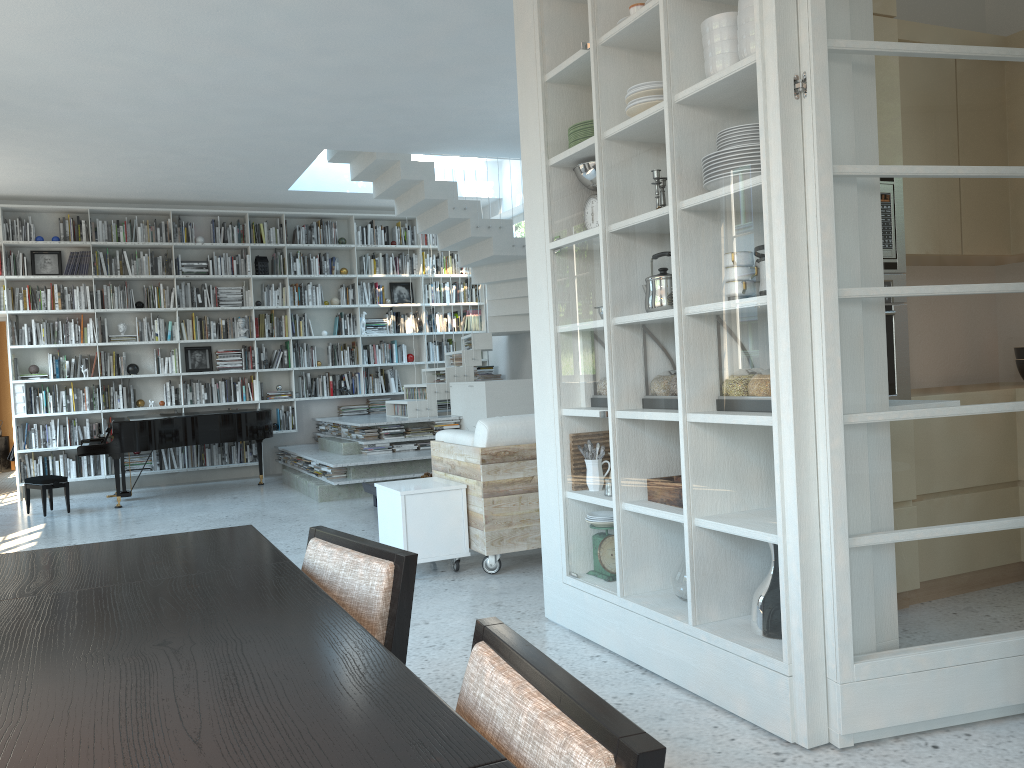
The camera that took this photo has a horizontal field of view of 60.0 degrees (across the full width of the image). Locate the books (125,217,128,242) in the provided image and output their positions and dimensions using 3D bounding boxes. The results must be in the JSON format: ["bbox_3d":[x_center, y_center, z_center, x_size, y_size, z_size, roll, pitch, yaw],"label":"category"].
[{"bbox_3d":[-4.334,-1.715,9.980,0.010,0.299,0.151,-4,2,-25],"label":"books"}]

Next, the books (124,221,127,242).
[{"bbox_3d":[-4.343,-1.691,9.974,0.013,0.251,0.183,-4,1,-25],"label":"books"}]

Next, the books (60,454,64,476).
[{"bbox_3d":[-4.926,0.900,9.712,0.031,0.266,0.186,-4,2,-25],"label":"books"}]

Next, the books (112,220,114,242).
[{"bbox_3d":[-4.464,-1.690,9.922,0.010,0.264,0.160,-4,2,-25],"label":"books"}]

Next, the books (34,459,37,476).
[{"bbox_3d":[-5.160,0.934,9.612,0.022,0.226,0.154,-4,2,-25],"label":"books"}]

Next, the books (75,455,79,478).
[{"bbox_3d":[-4.789,0.903,9.767,0.023,0.244,0.188,-4,1,-25],"label":"books"}]

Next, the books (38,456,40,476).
[{"bbox_3d":[-5.120,0.914,9.617,0.013,0.262,0.174,-4,2,-25],"label":"books"}]

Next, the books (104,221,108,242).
[{"bbox_3d":[-4.530,-1.680,9.893,0.023,0.251,0.170,-4,2,-25],"label":"books"}]

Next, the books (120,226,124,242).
[{"bbox_3d":[-4.388,-1.663,9.965,0.030,0.201,0.152,-4,1,-25],"label":"books"}]

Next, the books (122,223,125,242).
[{"bbox_3d":[-4.368,-1.681,9.970,0.013,0.234,0.154,-4,2,-25],"label":"books"}]

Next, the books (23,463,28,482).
[{"bbox_3d":[-5.242,0.957,9.560,0.029,0.190,0.176,-4,1,-25],"label":"books"}]

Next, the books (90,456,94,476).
[{"bbox_3d":[-4.659,0.869,9.834,0.021,0.296,0.188,-4,2,-25],"label":"books"}]

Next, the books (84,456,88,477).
[{"bbox_3d":[-4.719,0.893,9.814,0.027,0.256,0.179,-4,2,-25],"label":"books"}]

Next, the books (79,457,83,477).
[{"bbox_3d":[-4.767,0.916,9.808,0.024,0.214,0.137,-4,2,-25],"label":"books"}]

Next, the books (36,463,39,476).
[{"bbox_3d":[-5.142,0.953,9.628,0.022,0.186,0.145,-4,1,-25],"label":"books"}]

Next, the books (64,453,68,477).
[{"bbox_3d":[-4.888,0.898,9.730,0.025,0.266,0.159,-4,2,-25],"label":"books"}]

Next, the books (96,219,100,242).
[{"bbox_3d":[-4.609,-1.689,9.880,0.021,0.279,0.140,-4,2,-25],"label":"books"}]

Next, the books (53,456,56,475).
[{"bbox_3d":[-4.998,0.914,9.702,0.022,0.246,0.135,-4,2,-25],"label":"books"}]

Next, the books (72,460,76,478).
[{"bbox_3d":[-4.812,0.933,9.756,0.031,0.188,0.190,-4,1,-25],"label":"books"}]

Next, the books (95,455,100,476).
[{"bbox_3d":[-4.616,0.886,9.876,0.065,0.256,0.155,-4,2,-25],"label":"books"}]

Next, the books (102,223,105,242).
[{"bbox_3d":[-4.549,-1.663,9.881,0.023,0.220,0.181,-4,1,-25],"label":"books"}]

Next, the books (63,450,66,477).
[{"bbox_3d":[-4.914,0.880,9.738,0.014,0.304,0.139,-4,2,-25],"label":"books"}]

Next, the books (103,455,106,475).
[{"bbox_3d":[-4.537,0.894,9.868,0.017,0.233,0.212,-4,1,-25],"label":"books"}]

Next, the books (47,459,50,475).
[{"bbox_3d":[-5.049,0.930,9.666,0.022,0.221,0.163,-4,1,-25],"label":"books"}]

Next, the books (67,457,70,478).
[{"bbox_3d":[-4.865,0.921,9.740,0.021,0.218,0.190,-4,1,-25],"label":"books"}]

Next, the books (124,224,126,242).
[{"bbox_3d":[-4.353,-1.672,9.969,0.011,0.216,0.160,-4,1,-25],"label":"books"}]

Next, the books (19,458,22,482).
[{"bbox_3d":[-5.294,0.928,9.565,0.012,0.254,0.161,-4,2,-25],"label":"books"}]

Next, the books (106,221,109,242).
[{"bbox_3d":[-4.512,-1.680,9.897,0.012,0.250,0.174,-4,2,-25],"label":"books"}]

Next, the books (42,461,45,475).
[{"bbox_3d":[-5.091,0.940,9.654,0.022,0.205,0.158,-4,1,-25],"label":"books"}]

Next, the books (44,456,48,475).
[{"bbox_3d":[-5.074,0.916,9.666,0.022,0.252,0.139,-4,2,-25],"label":"books"}]

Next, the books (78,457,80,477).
[{"bbox_3d":[-4.787,0.869,9.801,0.013,0.310,0.130,-4,2,-25],"label":"books"}]

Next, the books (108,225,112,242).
[{"bbox_3d":[-4.487,-1.660,9.895,0.029,0.208,0.178,-4,1,-25],"label":"books"}]

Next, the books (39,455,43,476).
[{"bbox_3d":[-5.107,0.911,9.630,0.023,0.266,0.177,-4,2,-25],"label":"books"}]

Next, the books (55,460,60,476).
[{"bbox_3d":[-4.963,0.935,9.691,0.030,0.202,0.168,-4,1,-25],"label":"books"}]

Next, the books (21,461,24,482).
[{"bbox_3d":[-5.277,0.946,9.573,0.023,0.216,0.158,-4,1,-25],"label":"books"}]

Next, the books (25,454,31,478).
[{"bbox_3d":[-5.224,0.904,9.584,0.044,0.294,0.181,-4,2,-25],"label":"books"}]

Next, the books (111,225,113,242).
[{"bbox_3d":[-4.472,-1.661,9.916,0.014,0.207,0.166,-4,1,-25],"label":"books"}]

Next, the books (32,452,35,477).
[{"bbox_3d":[-5.179,0.889,9.609,0.011,0.318,0.157,-4,2,-25],"label":"books"}]

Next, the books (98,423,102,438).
[{"bbox_3d":[-4.589,0.547,9.877,0.030,0.230,0.151,-4,2,-25],"label":"books"}]

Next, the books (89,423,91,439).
[{"bbox_3d":[-4.672,0.548,9.818,0.011,0.239,0.174,-4,1,-25],"label":"books"}]

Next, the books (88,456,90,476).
[{"bbox_3d":[-4.698,0.887,9.849,0.040,0.264,0.137,-4,2,-25],"label":"books"}]

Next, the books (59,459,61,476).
[{"bbox_3d":[-4.955,0.929,9.728,0.014,0.211,0.146,-4,2,-25],"label":"books"}]

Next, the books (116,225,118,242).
[{"bbox_3d":[-4.437,-1.668,9.953,0.012,0.216,0.150,-4,2,-25],"label":"books"}]

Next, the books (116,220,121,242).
[{"bbox_3d":[-4.420,-1.695,9.960,0.028,0.268,0.151,-4,2,-25],"label":"books"}]

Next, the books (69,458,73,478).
[{"bbox_3d":[-4.842,0.925,9.749,0.028,0.206,0.171,-4,1,-25],"label":"books"}]

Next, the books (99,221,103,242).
[{"bbox_3d":[-4.576,-1.679,9.873,0.031,0.255,0.145,-4,2,-25],"label":"books"}]

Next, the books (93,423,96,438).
[{"bbox_3d":[-4.626,0.551,9.831,0.023,0.228,0.190,-4,1,-25],"label":"books"}]

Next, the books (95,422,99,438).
[{"bbox_3d":[-4.619,0.546,9.874,0.026,0.236,0.140,-4,2,-25],"label":"books"}]

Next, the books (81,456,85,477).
[{"bbox_3d":[-4.741,0.910,9.807,0.022,0.225,0.141,-4,2,-25],"label":"books"}]

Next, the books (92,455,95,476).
[{"bbox_3d":[-4.643,0.864,9.839,0.012,0.304,0.165,-4,2,-25],"label":"books"}]

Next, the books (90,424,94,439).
[{"bbox_3d":[-4.668,0.553,9.858,0.030,0.227,0.140,-4,2,-25],"label":"books"}]

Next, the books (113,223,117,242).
[{"bbox_3d":[-4.458,-1.676,9.953,0.025,0.235,0.129,-4,2,-25],"label":"books"}]

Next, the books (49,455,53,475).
[{"bbox_3d":[-5.030,0.911,9.681,0.027,0.256,0.160,-4,2,-25],"label":"books"}]

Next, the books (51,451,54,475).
[{"bbox_3d":[-5.007,0.888,9.675,0.013,0.300,0.183,-4,2,-25],"label":"books"}]

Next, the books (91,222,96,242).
[{"bbox_3d":[-4.642,-1.666,9.837,0.029,0.237,0.156,-4,2,-25],"label":"books"}]

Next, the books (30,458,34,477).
[{"bbox_3d":[-5.195,0.926,9.605,0.024,0.246,0.143,-4,2,-25],"label":"books"}]

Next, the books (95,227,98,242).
[{"bbox_3d":[-4.623,-1.640,9.863,0.024,0.183,0.133,-4,1,-25],"label":"books"}]

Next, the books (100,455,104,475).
[{"bbox_3d":[-4.575,0.874,9.897,0.027,0.276,0.143,-4,2,-25],"label":"books"}]
